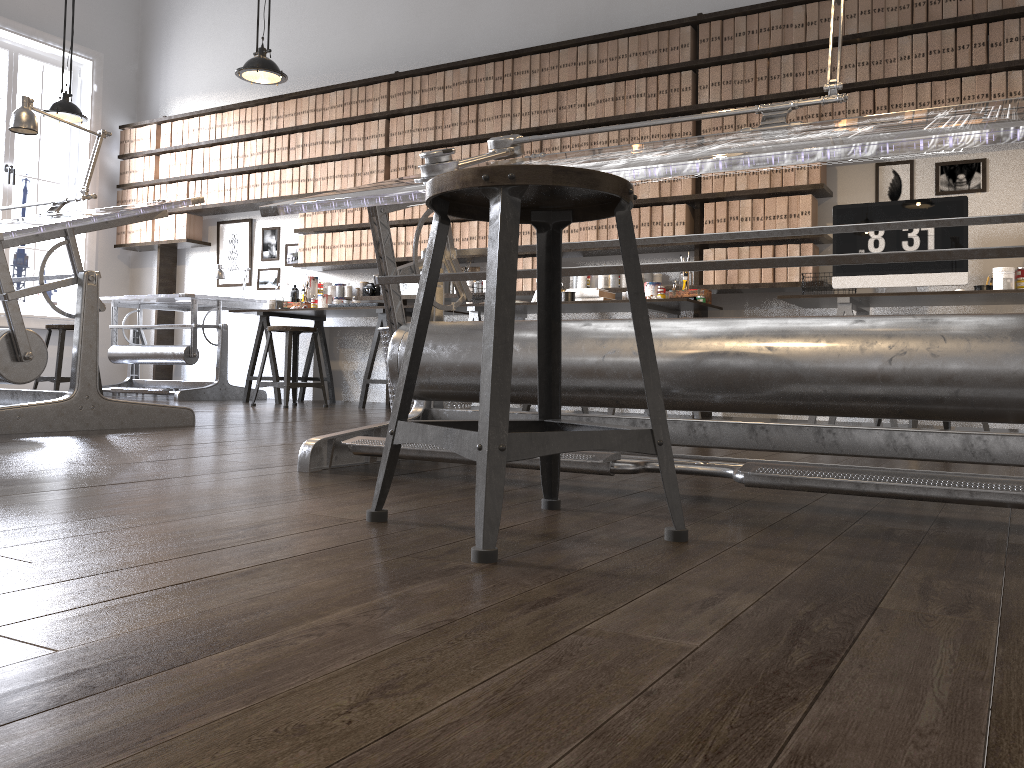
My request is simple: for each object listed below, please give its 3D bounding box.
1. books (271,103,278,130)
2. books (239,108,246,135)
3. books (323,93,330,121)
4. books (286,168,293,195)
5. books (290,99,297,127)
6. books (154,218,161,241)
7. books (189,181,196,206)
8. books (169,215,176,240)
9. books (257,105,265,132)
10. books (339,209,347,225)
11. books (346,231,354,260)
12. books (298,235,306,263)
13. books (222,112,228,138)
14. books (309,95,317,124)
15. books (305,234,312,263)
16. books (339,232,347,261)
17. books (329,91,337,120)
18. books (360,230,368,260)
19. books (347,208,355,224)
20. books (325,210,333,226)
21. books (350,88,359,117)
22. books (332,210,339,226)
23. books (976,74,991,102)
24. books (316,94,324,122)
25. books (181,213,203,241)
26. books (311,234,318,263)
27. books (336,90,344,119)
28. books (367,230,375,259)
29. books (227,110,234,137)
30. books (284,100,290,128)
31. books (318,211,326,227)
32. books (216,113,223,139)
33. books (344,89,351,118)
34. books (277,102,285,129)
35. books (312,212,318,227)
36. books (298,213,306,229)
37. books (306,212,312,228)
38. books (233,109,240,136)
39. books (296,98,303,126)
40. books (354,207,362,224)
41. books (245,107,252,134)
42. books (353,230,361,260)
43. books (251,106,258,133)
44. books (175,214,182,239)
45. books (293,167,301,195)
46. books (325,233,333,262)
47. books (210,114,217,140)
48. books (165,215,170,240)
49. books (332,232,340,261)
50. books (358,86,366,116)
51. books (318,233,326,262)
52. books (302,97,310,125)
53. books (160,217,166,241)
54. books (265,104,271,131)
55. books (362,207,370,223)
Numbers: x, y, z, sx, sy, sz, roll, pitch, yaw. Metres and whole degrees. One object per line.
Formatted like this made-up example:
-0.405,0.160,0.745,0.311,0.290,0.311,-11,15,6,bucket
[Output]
-1.874,-2.152,7.202,0.067,0.226,0.174,0,-2,30,books
-2.177,-2.160,7.375,0.067,0.226,0.174,0,-2,30,books
-1.394,-2.139,6.931,0.067,0.226,0.174,0,-2,30,books
-1.720,-1.595,7.085,0.067,0.226,0.174,0,-2,30,books
-1.694,-2.147,7.096,0.067,0.226,0.174,0,-2,30,books
-3.075,-1.360,7.849,0.067,0.226,0.174,0,-2,30,books
-2.694,-1.620,7.647,0.067,0.226,0.174,0,-2,30,books
-2.901,-1.355,7.747,0.067,0.226,0.174,0,-2,30,books
-2.001,-2.155,7.275,0.067,0.226,0.174,0,-2,30,books
-1.243,-1.312,6.793,0.067,0.226,0.174,0,-2,30,books
-1.180,-1.039,6.739,0.067,0.226,0.174,0,-2,30,books
-1.599,-1.050,6.981,0.067,0.226,0.174,0,-2,30,books
-2.360,-2.165,7.488,0.067,0.226,0.174,0,-2,30,books
-1.518,-2.143,6.996,0.067,0.226,0.174,0,-2,30,books
-1.539,-1.048,6.952,0.067,0.226,0.174,0,-2,30,books
-1.241,-1.041,6.778,0.067,0.226,0.174,0,-2,30,books
-1.335,-2.138,6.893,0.067,0.226,0.174,0,-2,30,books
-1.060,-1.036,6.675,0.067,0.226,0.174,0,-2,30,books
-1.179,-1.310,6.761,0.067,0.226,0.174,0,-2,30,books
-1.363,-1.315,6.867,0.067,0.226,0.174,0,-2,30,books
-1.155,-2.133,6.790,0.067,0.226,0.174,0,-2,30,books
-1.302,-1.313,6.832,0.067,0.226,0.174,0,-2,30,books
2.480,-1.490,4.657,0.067,0.226,0.174,0,-2,30,books
-1.455,-2.141,6.964,0.067,0.226,0.174,0,-2,30,books
-2.777,-1.352,7.682,0.067,0.226,0.174,0,-2,30,books
-1.485,-1.047,6.919,0.067,0.226,0.174,0,-2,30,books
-1.274,-2.136,6.854,0.067,0.226,0.174,0,-2,30,books
-1.002,-1.034,6.644,0.067,0.226,0.174,0,-2,30,books
-2.301,-2.163,7.450,0.067,0.226,0.174,0,-2,30,books
-1.749,-2.149,7.135,0.067,0.226,0.174,0,-2,30,books
-1.425,-1.316,6.896,0.067,0.226,0.174,0,-2,30,books
-2.421,-2.166,7.522,0.067,0.226,0.174,0,-2,30,books
-1.212,-2.134,6.818,0.067,0.226,0.174,0,-2,30,books
-1.811,-2.150,7.170,0.067,0.226,0.174,0,-2,30,books
-1.480,-1.318,6.933,0.067,0.226,0.174,0,-2,30,books
-1.599,-1.321,6.998,0.067,0.226,0.174,0,-2,30,books
-1.535,-1.319,6.963,0.067,0.226,0.174,0,-2,30,books
-2.240,-2.162,7.411,0.067,0.226,0.174,0,-2,30,books
-1.634,-2.146,7.067,0.067,0.226,0.174,0,-2,30,books
-1.116,-1.308,6.719,0.067,0.226,0.174,0,-2,30,books
-2.120,-2.159,7.347,0.067,0.226,0.174,0,-2,30,books
-1.117,-1.037,6.703,0.067,0.226,0.174,0,-2,30,books
-2.063,-2.157,7.316,0.067,0.226,0.174,0,-2,30,books
-2.837,-1.354,7.718,0.067,0.226,0.174,0,-2,30,books
-1.659,-1.593,7.047,0.067,0.226,0.174,0,-2,30,books
-1.361,-1.044,6.850,0.067,0.226,0.174,0,-2,30,books
-2.484,-2.168,7.553,0.067,0.226,0.174,0,-2,30,books
-2.956,-1.357,7.785,0.067,0.226,0.174,0,-2,30,books
-1.299,-1.042,6.816,0.067,0.226,0.174,0,-2,30,books
-1.090,-2.131,6.753,0.067,0.226,0.174,0,-2,30,books
-1.424,-1.045,6.881,0.067,0.226,0.174,0,-2,30,books
-1.580,-2.144,7.034,0.067,0.226,0.174,0,-2,30,books
-3.011,-1.358,7.815,0.067,0.226,0.174,0,-2,30,books
-1.933,-2.154,7.242,0.067,0.226,0.174,0,-2,30,books
-1.049,-1.307,6.687,0.067,0.226,0.174,0,-2,30,books
